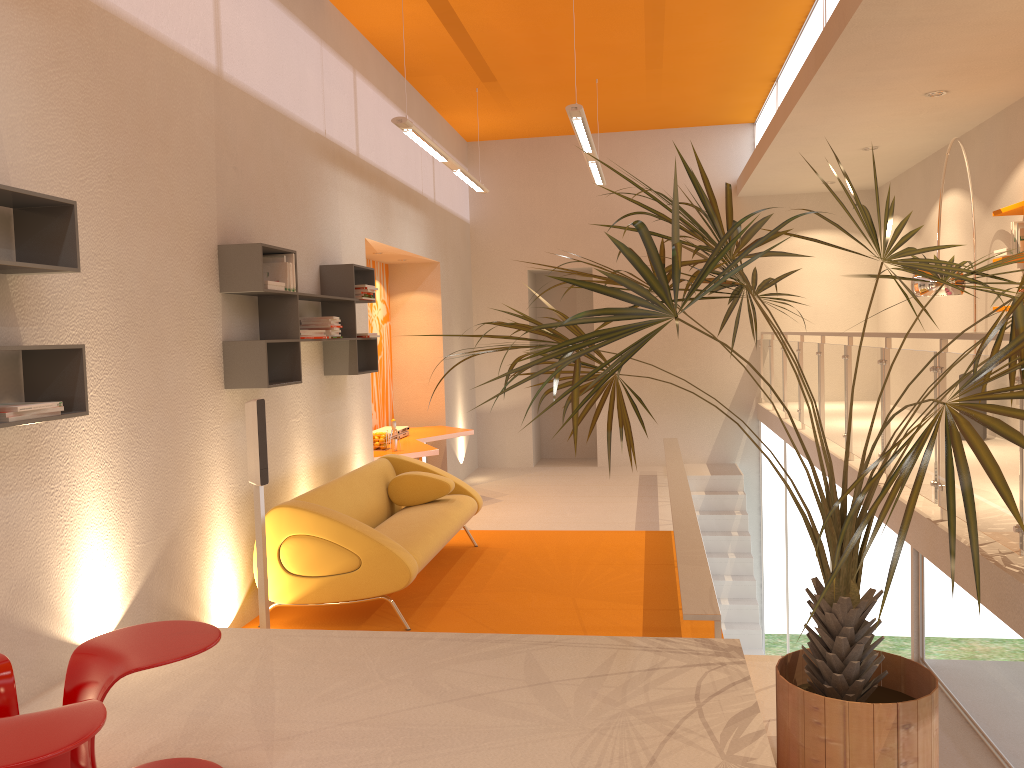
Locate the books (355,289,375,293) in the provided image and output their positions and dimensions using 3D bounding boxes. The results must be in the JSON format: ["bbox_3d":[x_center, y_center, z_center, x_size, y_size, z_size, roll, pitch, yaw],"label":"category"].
[{"bbox_3d":[-1.149,-0.683,6.554,0.230,0.017,0.226,-2,3,4],"label":"books"}]

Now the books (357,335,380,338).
[{"bbox_3d":[-1.133,-0.350,6.577,0.254,0.015,0.190,-1,3,15],"label":"books"}]

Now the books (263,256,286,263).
[{"bbox_3d":[-1.423,-0.642,5.193,0.207,0.210,0.021,-1,3,9],"label":"books"}]

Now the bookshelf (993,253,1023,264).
[{"bbox_3d":[3.633,-0.888,6.085,0.220,0.220,1.150,-1,3,9],"label":"bookshelf"}]

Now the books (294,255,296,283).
[{"bbox_3d":[-1.403,-0.656,5.283,0.230,0.227,0.017,-1,3,9],"label":"books"}]

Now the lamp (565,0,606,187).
[{"bbox_3d":[0.654,-2.463,7.578,0.120,1.052,3.195,-1,3,9],"label":"lamp"}]

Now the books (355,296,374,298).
[{"bbox_3d":[-1.156,-0.638,6.559,0.190,0.011,0.268,-1,3,10],"label":"books"}]

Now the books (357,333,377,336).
[{"bbox_3d":[-1.140,-0.365,6.565,0.226,0.017,0.230,-1,3,9],"label":"books"}]

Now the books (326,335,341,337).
[{"bbox_3d":[-1.269,-0.319,5.902,0.190,0.011,0.268,-2,3,5],"label":"books"}]

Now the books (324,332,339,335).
[{"bbox_3d":[-1.269,-0.332,5.892,0.190,0.015,0.254,-2,3,0],"label":"books"}]

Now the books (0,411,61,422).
[{"bbox_3d":[-1.725,0.112,3.056,0.190,0.015,0.254,-1,3,10],"label":"books"}]

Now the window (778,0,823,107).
[{"bbox_3d":[2.555,-2.716,7.910,0.006,0.660,2.494,-1,3,9],"label":"window"}]

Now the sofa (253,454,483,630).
[{"bbox_3d":[-0.838,0.950,5.878,0.929,0.706,2.081,-1,3,9],"label":"sofa"}]

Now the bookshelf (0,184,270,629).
[{"bbox_3d":[-1.717,0.419,3.021,0.322,2.145,3.370,-1,3,11],"label":"bookshelf"}]

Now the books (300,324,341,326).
[{"bbox_3d":[-1.271,-0.391,5.898,0.190,0.011,0.268,-2,3,5],"label":"books"}]

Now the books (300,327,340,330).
[{"bbox_3d":[-1.279,-0.363,5.902,0.230,0.017,0.226,-2,3,-1],"label":"books"}]

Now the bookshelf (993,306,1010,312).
[{"bbox_3d":[3.645,-0.531,6.105,0.220,0.220,1.150,-1,3,9],"label":"bookshelf"}]

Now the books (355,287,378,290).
[{"bbox_3d":[-1.145,-0.699,6.551,0.254,0.015,0.190,-1,3,15],"label":"books"}]

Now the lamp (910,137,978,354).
[{"bbox_3d":[3.153,-0.625,6.349,0.315,2.259,2.077,0,4,32],"label":"lamp"}]

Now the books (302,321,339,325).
[{"bbox_3d":[-1.271,-0.403,5.888,0.190,0.015,0.254,-2,3,0],"label":"books"}]

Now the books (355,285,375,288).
[{"bbox_3d":[-1.152,-0.714,6.538,0.226,0.017,0.230,-1,3,9],"label":"books"}]

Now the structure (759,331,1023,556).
[{"bbox_3d":[2.359,0.116,5.711,0.195,0.900,11.050,-1,3,9],"label":"structure"}]

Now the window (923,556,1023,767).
[{"bbox_3d":[0.896,0.935,1.359,0.908,1.393,6.719,0,4,28],"label":"window"}]

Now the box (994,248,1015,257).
[{"bbox_3d":[3.625,-0.946,6.362,0.232,0.047,0.232,-1,3,9],"label":"box"}]

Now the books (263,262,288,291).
[{"bbox_3d":[-1.413,-0.620,5.162,0.230,0.169,0.023,-1,3,9],"label":"books"}]

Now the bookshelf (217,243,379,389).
[{"bbox_3d":[-1.316,-0.426,5.828,0.252,0.790,2.000,-1,3,9],"label":"bookshelf"}]

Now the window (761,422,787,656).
[{"bbox_3d":[3.052,2.397,10.310,0.006,3.760,2.078,-1,3,9],"label":"window"}]

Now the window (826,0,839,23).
[{"bbox_3d":[2.183,-2.574,5.536,0.006,0.660,2.241,-1,3,9],"label":"window"}]

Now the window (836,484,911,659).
[{"bbox_3d":[1.109,2.057,2.646,0.481,5.399,8.922,-1,3,21],"label":"window"}]

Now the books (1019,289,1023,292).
[{"bbox_3d":[3.571,-0.636,5.955,0.210,0.013,0.297,-1,3,9],"label":"books"}]

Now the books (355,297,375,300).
[{"bbox_3d":[-1.157,-0.626,6.556,0.210,0.013,0.297,-1,3,9],"label":"books"}]

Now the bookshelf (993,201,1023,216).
[{"bbox_3d":[3.622,-1.243,6.066,0.220,0.220,1.150,-1,3,9],"label":"bookshelf"}]

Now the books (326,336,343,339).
[{"bbox_3d":[-1.268,-0.308,5.907,0.210,0.013,0.297,-2,3,4],"label":"books"}]

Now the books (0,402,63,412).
[{"bbox_3d":[-1.733,0.080,3.067,0.230,0.017,0.227,-1,3,9],"label":"books"}]

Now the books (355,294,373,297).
[{"bbox_3d":[-1.157,-0.652,6.568,0.190,0.015,0.254,-2,3,5],"label":"books"}]

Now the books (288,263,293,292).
[{"bbox_3d":[-1.407,-0.623,5.216,0.230,0.169,0.027,-1,3,9],"label":"books"}]

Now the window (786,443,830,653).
[{"bbox_3d":[2.706,2.529,8.107,0.006,3.760,2.311,-1,3,9],"label":"window"}]

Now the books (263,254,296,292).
[{"bbox_3d":[-1.400,-0.655,5.264,0.230,0.227,0.017,-1,3,9],"label":"books"}]

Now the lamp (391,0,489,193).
[{"bbox_3d":[-0.560,-2.435,7.770,0.120,1.052,3.195,-1,3,9],"label":"lamp"}]

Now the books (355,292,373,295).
[{"bbox_3d":[-1.161,-0.667,6.560,0.190,0.015,0.254,-1,3,10],"label":"books"}]

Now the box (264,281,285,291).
[{"bbox_3d":[-1.441,-0.551,5.024,0.232,0.047,0.232,-1,3,9],"label":"box"}]

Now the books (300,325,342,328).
[{"bbox_3d":[-1.270,-0.379,5.903,0.210,0.013,0.297,-2,3,4],"label":"books"}]

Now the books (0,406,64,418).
[{"bbox_3d":[-1.721,0.096,3.062,0.190,0.015,0.254,-1,3,15],"label":"books"}]

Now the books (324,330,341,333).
[{"bbox_3d":[-1.266,-0.348,5.898,0.190,0.015,0.254,-2,3,5],"label":"books"}]

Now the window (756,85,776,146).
[{"bbox_3d":[2.901,-2.848,10.114,0.006,0.660,1.894,-1,3,9],"label":"window"}]
